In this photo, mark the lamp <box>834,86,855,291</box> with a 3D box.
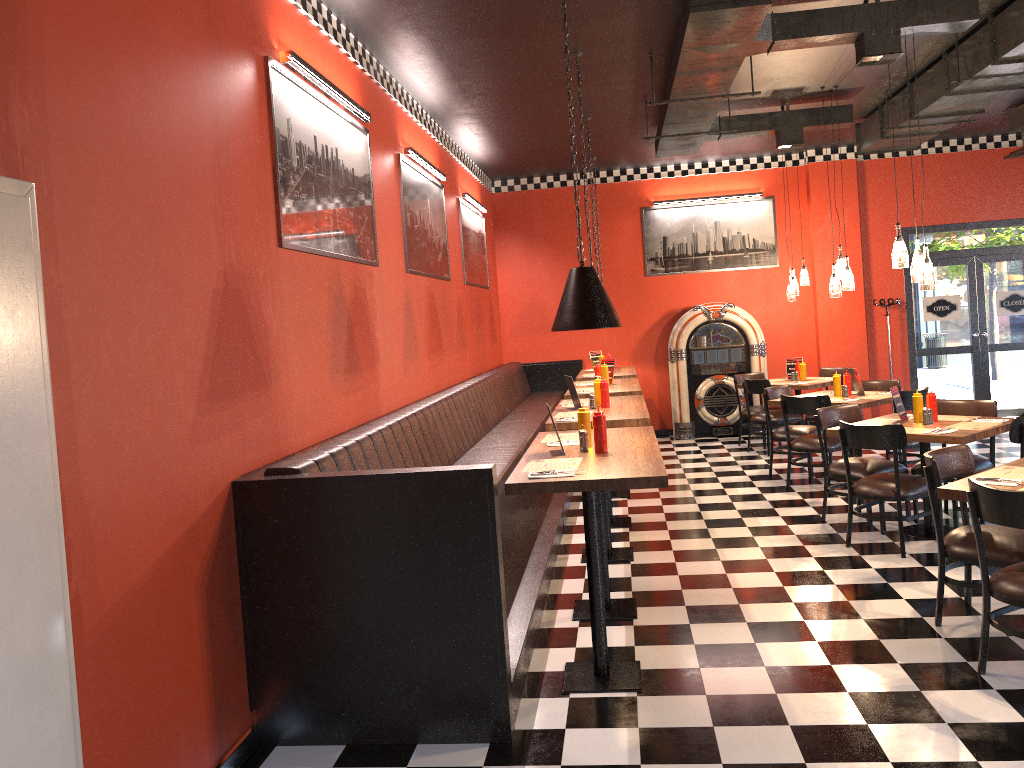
[{"bbox_3d":[3.068,-1.851,8.233,0.108,1.963,0.108,-4,1,-11],"label":"lamp"}]

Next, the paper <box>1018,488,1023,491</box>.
[{"bbox_3d":[2.426,0.477,3.878,0.261,0.001,0.365,-7,5,-35],"label":"paper"}]

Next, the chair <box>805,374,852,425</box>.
[{"bbox_3d":[3.641,0.308,9.988,0.544,0.866,0.487,-2,3,39],"label":"chair"}]

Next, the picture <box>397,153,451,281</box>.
[{"bbox_3d":[-0.753,-1.414,7.853,0.023,0.938,1.774,-4,3,7],"label":"picture"}]

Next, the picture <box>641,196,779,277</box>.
[{"bbox_3d":[2.666,-1.983,11.958,1.769,0.939,0.023,-4,1,7],"label":"picture"}]

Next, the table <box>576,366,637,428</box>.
[{"bbox_3d":[1.207,0.348,10.944,0.695,0.998,1.695,-4,3,7],"label":"table"}]

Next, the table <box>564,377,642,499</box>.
[{"bbox_3d":[0.952,0.513,8.819,0.695,0.998,1.695,-4,3,7],"label":"table"}]

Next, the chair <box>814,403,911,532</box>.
[{"bbox_3d":[2.626,0.607,6.716,0.487,0.866,0.544,-5,2,-29],"label":"chair"}]

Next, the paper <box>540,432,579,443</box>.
[{"bbox_3d":[0.316,0.310,5.166,0.261,0.001,0.366,-3,4,10],"label":"paper"}]

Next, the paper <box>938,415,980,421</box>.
[{"bbox_3d":[3.166,0.246,6.437,0.261,0.001,0.365,-7,5,-39],"label":"paper"}]

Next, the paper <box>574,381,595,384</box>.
[{"bbox_3d":[0.795,-0.018,9.409,0.261,0.001,0.366,-3,4,10],"label":"paper"}]

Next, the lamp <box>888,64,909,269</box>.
[{"bbox_3d":[2.683,-1.798,6.250,0.108,1.963,0.108,-5,2,-21],"label":"lamp"}]

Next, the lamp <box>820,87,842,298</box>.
[{"bbox_3d":[2.950,-1.783,8.235,0.108,1.963,0.108,-4,1,19],"label":"lamp"}]

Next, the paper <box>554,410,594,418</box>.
[{"bbox_3d":[0.445,0.218,6.369,0.261,0.001,0.366,-3,4,10],"label":"paper"}]

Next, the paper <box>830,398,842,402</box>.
[{"bbox_3d":[2.876,0.148,8.152,0.261,0.001,0.365,-7,5,-36],"label":"paper"}]

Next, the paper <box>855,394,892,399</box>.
[{"bbox_3d":[3.337,0.118,8.112,0.366,0.001,0.261,-7,5,-39],"label":"paper"}]

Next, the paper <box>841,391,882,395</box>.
[{"bbox_3d":[3.371,0.085,8.558,0.261,0.001,0.365,-7,5,-39],"label":"paper"}]

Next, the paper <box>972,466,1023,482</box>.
[{"bbox_3d":[2.470,0.440,4.354,0.366,0.001,0.261,-7,5,-38],"label":"paper"}]

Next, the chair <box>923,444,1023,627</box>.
[{"bbox_3d":[2.410,0.777,4.490,0.487,0.866,0.544,-6,3,-43],"label":"chair"}]

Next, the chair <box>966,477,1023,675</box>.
[{"bbox_3d":[2.296,0.833,3.795,0.545,0.866,0.486,-5,2,-26],"label":"chair"}]

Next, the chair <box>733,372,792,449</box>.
[{"bbox_3d":[3.005,0.303,10.706,0.487,0.866,0.544,-5,2,-29],"label":"chair"}]

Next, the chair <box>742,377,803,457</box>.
[{"bbox_3d":[2.947,0.349,10.104,0.545,0.866,0.486,-5,2,-18],"label":"chair"}]

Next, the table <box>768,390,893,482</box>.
[{"bbox_3d":[3.134,0.503,8.370,0.958,0.773,0.959,-6,4,-38],"label":"table"}]

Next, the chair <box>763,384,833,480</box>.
[{"bbox_3d":[2.789,0.455,8.729,0.544,0.866,0.487,-2,3,44],"label":"chair"}]

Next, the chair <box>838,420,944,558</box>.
[{"bbox_3d":[2.531,0.665,5.973,0.545,0.866,0.486,-6,2,-35],"label":"chair"}]

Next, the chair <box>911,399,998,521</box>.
[{"bbox_3d":[3.315,0.567,6.589,0.545,0.866,0.486,-6,3,-38],"label":"chair"}]

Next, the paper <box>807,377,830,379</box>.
[{"bbox_3d":[3.593,-0.071,10.576,0.261,0.001,0.365,-7,5,-38],"label":"paper"}]

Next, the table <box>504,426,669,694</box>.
[{"bbox_3d":[0.448,0.840,4.622,0.695,0.998,1.695,-4,3,7],"label":"table"}]

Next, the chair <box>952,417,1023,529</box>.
[{"bbox_3d":[3.275,0.619,5.876,0.487,0.866,0.544,-6,3,-41],"label":"chair"}]

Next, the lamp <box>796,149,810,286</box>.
[{"bbox_3d":[3.350,-2.128,10.315,0.108,1.963,0.109,-3,2,39],"label":"lamp"}]

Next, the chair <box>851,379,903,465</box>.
[{"bbox_3d":[3.533,0.409,8.633,0.486,0.866,0.546,-3,2,30],"label":"chair"}]

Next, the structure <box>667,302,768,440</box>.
[{"bbox_3d":[2.720,-0.198,11.741,1.294,1.766,0.501,-4,2,7],"label":"structure"}]

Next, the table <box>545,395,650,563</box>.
[{"bbox_3d":[0.701,0.676,6.726,0.695,0.998,1.695,-4,3,7],"label":"table"}]

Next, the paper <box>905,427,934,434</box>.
[{"bbox_3d":[2.655,0.313,6.006,0.261,0.001,0.365,-7,5,-39],"label":"paper"}]

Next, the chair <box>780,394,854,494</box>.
[{"bbox_3d":[2.749,0.508,8.016,0.546,0.866,0.486,-6,3,-43],"label":"chair"}]

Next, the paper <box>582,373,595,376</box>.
[{"bbox_3d":[0.973,-0.114,10.612,0.261,0.001,0.366,-3,4,10],"label":"paper"}]

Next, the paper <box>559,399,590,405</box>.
[{"bbox_3d":[0.537,0.144,7.331,0.261,0.001,0.366,-3,4,10],"label":"paper"}]

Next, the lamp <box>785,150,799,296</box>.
[{"bbox_3d":[3.227,-2.006,10.313,0.109,1.963,0.108,-5,2,-41],"label":"lamp"}]

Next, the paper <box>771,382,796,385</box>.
[{"bbox_3d":[3.074,-0.005,10.155,0.261,0.001,0.365,-7,5,-38],"label":"paper"}]

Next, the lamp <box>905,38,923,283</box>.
[{"bbox_3d":[2.822,-1.696,6.258,0.109,1.963,0.108,-5,2,-41],"label":"lamp"}]

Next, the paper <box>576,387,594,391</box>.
[{"bbox_3d":[0.687,0.053,8.496,0.261,0.001,0.366,-3,4,10],"label":"paper"}]

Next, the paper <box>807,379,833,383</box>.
[{"bbox_3d":[3.519,-0.034,10.116,0.366,0.001,0.261,-7,5,-39],"label":"paper"}]

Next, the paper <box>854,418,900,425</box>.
[{"bbox_3d":[2.690,0.278,6.468,0.366,0.001,0.261,-7,5,-37],"label":"paper"}]

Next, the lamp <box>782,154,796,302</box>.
[{"bbox_3d":[3.232,-1.956,10.438,0.108,1.963,0.108,-4,1,-11],"label":"lamp"}]

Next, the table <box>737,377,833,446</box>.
[{"bbox_3d":[3.350,0.348,10.385,0.958,0.773,0.959,-6,4,-38],"label":"table"}]

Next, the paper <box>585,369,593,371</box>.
[{"bbox_3d":[1.090,-0.190,11.585,0.261,0.001,0.366,-3,4,10],"label":"paper"}]

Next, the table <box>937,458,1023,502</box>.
[{"bbox_3d":[2.693,0.831,4.090,0.962,0.773,0.956,-6,4,-38],"label":"table"}]

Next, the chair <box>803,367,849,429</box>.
[{"bbox_3d":[3.828,0.246,10.691,0.545,0.866,0.486,-5,2,-28],"label":"chair"}]

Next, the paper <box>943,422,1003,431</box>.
[{"bbox_3d":[3.101,0.283,5.976,0.366,0.001,0.261,-7,5,-40],"label":"paper"}]

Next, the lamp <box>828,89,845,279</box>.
[{"bbox_3d":[3.055,-1.971,8.361,0.108,1.963,0.108,-5,2,-36],"label":"lamp"}]

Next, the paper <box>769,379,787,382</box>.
[{"bbox_3d":[3.118,-0.040,10.616,0.366,0.001,0.261,-7,5,-36],"label":"paper"}]

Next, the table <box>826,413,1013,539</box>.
[{"bbox_3d":[2.937,0.665,6.238,0.958,0.773,0.959,-6,4,-38],"label":"table"}]

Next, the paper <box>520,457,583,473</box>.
[{"bbox_3d":[0.193,0.385,4.214,0.261,0.001,0.366,-3,4,10],"label":"paper"}]

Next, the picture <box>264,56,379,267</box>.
[{"bbox_3d":[-1.068,-1.209,5.232,0.023,0.938,1.774,-4,3,7],"label":"picture"}]

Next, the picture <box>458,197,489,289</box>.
[{"bbox_3d":[-0.438,-1.618,10.474,0.023,0.938,1.774,-4,3,7],"label":"picture"}]

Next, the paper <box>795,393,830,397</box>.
[{"bbox_3d":[2.911,0.112,8.629,0.366,0.001,0.261,-7,5,-39],"label":"paper"}]

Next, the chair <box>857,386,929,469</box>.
[{"bbox_3d":[3.438,0.468,7.890,0.487,0.866,0.544,-5,3,-34],"label":"chair"}]
